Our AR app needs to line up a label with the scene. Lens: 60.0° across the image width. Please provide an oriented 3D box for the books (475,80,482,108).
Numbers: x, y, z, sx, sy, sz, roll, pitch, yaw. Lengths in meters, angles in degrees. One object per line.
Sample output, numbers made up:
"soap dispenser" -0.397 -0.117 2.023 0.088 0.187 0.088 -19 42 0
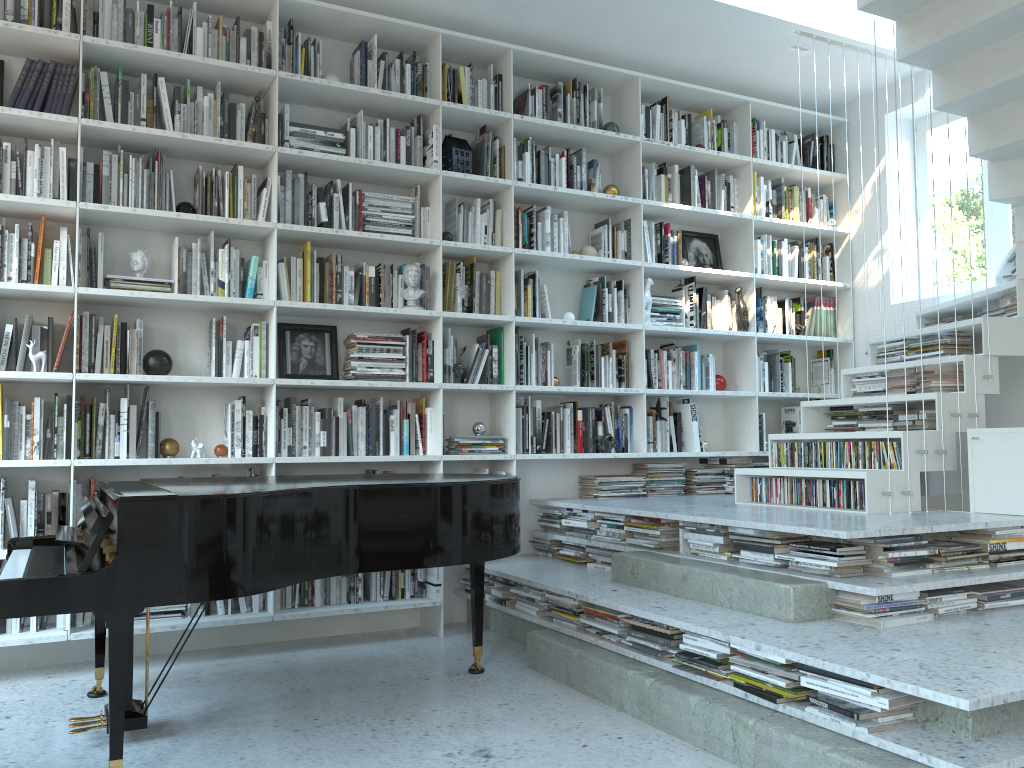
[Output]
"books" -0.212 -1.551 4.906 0.024 0.201 0.180 1 -4 -27

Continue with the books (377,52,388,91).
"books" -0.691 -1.596 4.691 0.028 0.269 0.140 1 -4 -27

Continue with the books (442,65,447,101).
"books" -0.393 -1.576 4.802 0.007 0.239 0.191 1 -4 -27

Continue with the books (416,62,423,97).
"books" -0.523 -1.580 4.762 0.028 0.243 0.161 1 -4 -27

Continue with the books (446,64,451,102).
"books" -0.371 -1.584 4.833 0.034 0.261 0.157 1 -4 -27

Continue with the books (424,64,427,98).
"books" -0.492 -1.576 4.779 0.014 0.238 0.153 1 -4 -27

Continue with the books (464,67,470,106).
"books" -0.274 -1.587 4.898 0.030 0.274 0.151 1 -4 -27

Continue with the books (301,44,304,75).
"books" -1.074 -1.588 4.507 0.006 0.233 0.136 1 -4 -27

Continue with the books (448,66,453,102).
"books" -0.356 -1.584 4.850 0.008 0.262 0.142 1 -4 -27

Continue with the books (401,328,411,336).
"books" -0.561 -0.140 4.678 0.011 0.299 0.130 1 -4 -27

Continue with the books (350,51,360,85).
"books" -0.819 -1.588 4.622 0.012 0.245 0.151 1 -4 -27

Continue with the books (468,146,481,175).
"books" -0.212 -1.190 4.904 0.019 0.213 0.156 1 -4 -27

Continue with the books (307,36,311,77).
"books" -1.045 -1.604 4.501 0.013 0.264 0.147 1 -4 -27

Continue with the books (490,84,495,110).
"books" -0.146 -1.544 4.949 0.022 0.194 0.182 1 -4 -27

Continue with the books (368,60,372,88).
"books" -0.769 -1.568 4.649 0.031 0.208 0.147 1 -4 -27

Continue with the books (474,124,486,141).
"books" -0.183 -1.252 4.919 0.025 0.339 0.143 1 -4 -27

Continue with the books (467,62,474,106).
"books" -0.249 -1.599 4.893 0.010 0.297 0.167 1 -4 -27

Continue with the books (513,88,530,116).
"books" 0.040 -1.545 5.031 0.046 0.206 0.183 1 -4 -27

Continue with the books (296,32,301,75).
"books" -1.088 -1.607 4.464 0.011 0.264 0.163 1 -4 -27

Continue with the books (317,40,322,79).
"books" -0.994 -1.599 4.522 0.011 0.256 0.143 1 -4 -27

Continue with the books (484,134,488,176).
"books" -0.183 -1.220 4.900 0.022 0.271 0.181 1 -4 -27

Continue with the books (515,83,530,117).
"books" 0.061 -1.564 5.050 0.009 0.244 0.173 1 -4 -27

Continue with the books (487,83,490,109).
"books" -0.170 -1.549 4.946 0.025 0.203 0.162 1 -4 -27

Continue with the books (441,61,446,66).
"books" -0.393 -1.593 4.833 0.007 0.279 0.150 1 -4 -27

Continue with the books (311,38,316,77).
"books" -1.020 -1.600 4.506 0.005 0.255 0.168 1 -4 -27

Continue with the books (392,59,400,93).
"books" -0.631 -1.579 4.704 0.023 0.236 0.154 1 -4 -27

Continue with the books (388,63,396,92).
"books" -0.654 -1.563 4.686 0.033 0.202 0.166 1 -4 -27

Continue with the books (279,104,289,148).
"books" -1.139 -1.235 4.406 0.021 0.249 0.191 1 -4 -27

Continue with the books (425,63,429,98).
"books" -0.480 -1.584 4.793 0.022 0.257 0.137 1 -4 -27

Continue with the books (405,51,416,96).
"books" -0.544 -1.612 4.762 0.012 0.308 0.138 1 -4 -27

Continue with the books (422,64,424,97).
"books" -0.509 -1.579 4.780 0.014 0.244 0.145 1 -4 -27

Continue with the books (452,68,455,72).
"books" -0.344 -1.583 4.876 0.007 0.264 0.133 1 -4 -27

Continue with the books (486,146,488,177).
"books" -0.178 -1.191 4.918 0.024 0.217 0.169 1 -4 -27

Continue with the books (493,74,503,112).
"books" -0.105 -1.574 4.955 0.029 0.253 0.186 1 -4 -27

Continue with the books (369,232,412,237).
"books" -0.669 -0.761 4.639 0.254 0.012 0.161 1 -4 -24

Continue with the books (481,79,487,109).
"books" -0.186 -1.556 4.915 0.031 0.213 0.169 1 -4 -27

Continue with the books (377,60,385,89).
"books" -0.717 -1.569 4.656 0.050 0.210 0.173 1 -4 -27

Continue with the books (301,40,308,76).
"books" -1.060 -1.596 4.500 0.014 0.248 0.139 1 -4 -27

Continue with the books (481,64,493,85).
"books" -0.138 -1.610 4.977 0.012 0.329 0.128 1 -4 -27

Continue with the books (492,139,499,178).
"books" -0.117 -1.207 4.920 0.013 0.248 0.186 1 -4 -27

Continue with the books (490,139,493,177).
"books" -0.143 -1.210 4.923 0.005 0.255 0.159 1 -4 -27

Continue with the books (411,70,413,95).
"books" -0.558 -1.560 4.759 0.014 0.204 0.135 1 -4 -27

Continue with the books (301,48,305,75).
"books" -1.078 -1.571 4.481 0.023 0.195 0.172 1 -4 -27

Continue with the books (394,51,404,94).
"books" -0.610 -1.597 4.699 0.010 0.270 0.180 1 -4 -27

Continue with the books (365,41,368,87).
"books" -0.783 -1.613 4.631 0.011 0.296 0.157 1 -4 -27

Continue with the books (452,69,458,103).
"books" -0.337 -1.571 4.838 0.015 0.233 0.171 1 -4 -27

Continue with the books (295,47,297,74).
"books" -1.110 -1.576 4.481 0.011 0.205 0.145 1 -4 -27

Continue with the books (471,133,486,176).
"books" -0.191 -1.221 4.881 0.021 0.272 0.190 1 -4 -27

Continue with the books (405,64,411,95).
"books" -0.581 -1.562 4.704 0.023 0.202 0.193 1 -4 -27

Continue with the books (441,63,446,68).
"books" -0.394 -1.584 4.819 0.006 0.259 0.166 1 -4 -27

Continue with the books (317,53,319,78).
"books" -1.006 -1.564 4.521 0.010 0.186 0.152 1 -4 -27

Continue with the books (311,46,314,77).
"books" -1.030 -1.582 4.502 0.016 0.219 0.144 1 -4 -27

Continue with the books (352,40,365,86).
"books" -0.799 -1.612 4.614 0.014 0.292 0.176 1 -4 -27

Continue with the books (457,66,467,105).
"books" -0.302 -1.580 4.860 0.054 0.254 0.191 1 -4 -27

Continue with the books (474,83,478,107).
"books" -0.232 -1.540 4.894 0.022 0.180 0.173 1 -4 -27

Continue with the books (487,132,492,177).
"books" -0.159 -1.228 4.905 0.021 0.288 0.179 1 -4 -27

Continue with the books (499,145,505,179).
"books" -0.089 -1.189 4.933 0.008 0.213 0.224 1 -4 -27

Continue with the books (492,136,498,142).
"books" -0.111 -1.226 4.963 0.005 0.292 0.130 1 -4 -27

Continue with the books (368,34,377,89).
"books" -0.742 -1.630 4.642 0.010 0.331 0.186 1 -4 -27
